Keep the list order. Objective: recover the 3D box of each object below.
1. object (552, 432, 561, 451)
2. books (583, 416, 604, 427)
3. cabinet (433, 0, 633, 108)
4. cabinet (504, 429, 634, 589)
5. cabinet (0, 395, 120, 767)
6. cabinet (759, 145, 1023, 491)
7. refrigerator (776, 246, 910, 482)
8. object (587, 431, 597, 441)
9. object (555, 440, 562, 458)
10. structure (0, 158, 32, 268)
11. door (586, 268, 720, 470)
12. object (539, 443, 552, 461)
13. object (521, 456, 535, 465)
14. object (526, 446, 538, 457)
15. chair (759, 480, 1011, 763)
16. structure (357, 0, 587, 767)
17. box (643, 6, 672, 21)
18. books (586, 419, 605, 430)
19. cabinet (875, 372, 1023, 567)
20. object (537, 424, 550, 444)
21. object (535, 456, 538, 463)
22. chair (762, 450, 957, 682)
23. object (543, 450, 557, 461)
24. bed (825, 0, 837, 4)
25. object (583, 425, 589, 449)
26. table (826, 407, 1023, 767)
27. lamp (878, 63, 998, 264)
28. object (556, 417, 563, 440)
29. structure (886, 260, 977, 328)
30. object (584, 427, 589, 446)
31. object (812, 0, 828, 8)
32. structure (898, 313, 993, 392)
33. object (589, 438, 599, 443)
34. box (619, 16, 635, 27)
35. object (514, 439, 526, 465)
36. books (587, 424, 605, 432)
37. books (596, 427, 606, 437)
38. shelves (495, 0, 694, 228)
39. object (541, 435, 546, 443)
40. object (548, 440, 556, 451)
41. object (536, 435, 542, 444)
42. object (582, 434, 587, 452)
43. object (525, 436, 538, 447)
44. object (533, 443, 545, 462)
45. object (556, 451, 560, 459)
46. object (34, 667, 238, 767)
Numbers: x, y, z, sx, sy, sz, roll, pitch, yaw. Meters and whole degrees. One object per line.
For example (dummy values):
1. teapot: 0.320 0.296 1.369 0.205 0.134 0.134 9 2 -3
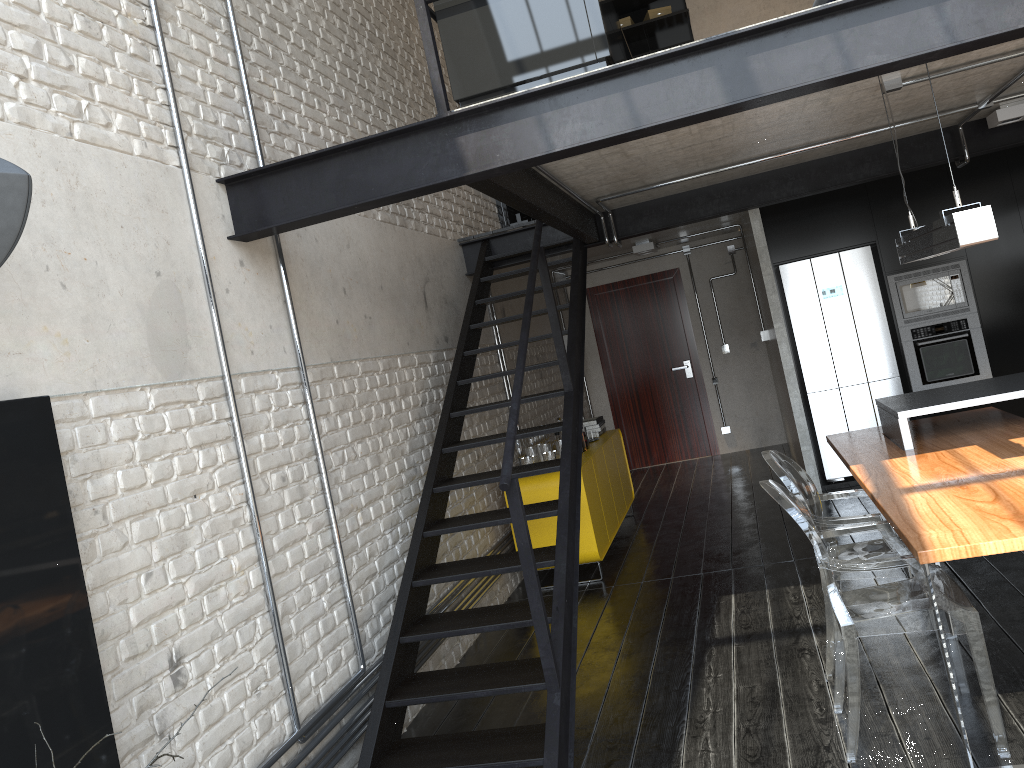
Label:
1. object: 0.354 0.452 6.620 0.086 0.206 0.087 -13 -2 39
2. books: 0.643 0.337 7.712 0.258 0.038 0.326 -11 2 16
3. cabinet: 0.398 -1.478 4.809 0.604 0.552 3.188 -12 1 14
4. cabinet: 0.533 0.903 6.954 0.546 0.770 2.206 -12 1 14
5. cabinet: -1.162 0.944 0.698 0.731 1.725 3.114 -12 1 14
6. cabinet: 3.408 -0.580 7.174 2.312 2.479 0.554 -12 -2 14
7. refrigerator: 2.760 -0.162 7.326 0.721 1.827 0.499 -12 -2 14
8. object: 0.615 0.423 7.395 0.227 0.107 0.100 -11 0 41
9. object: 0.365 0.482 6.368 0.087 0.155 0.088 -13 -1 27
10. structure: -1.285 -0.394 2.064 0.355 0.306 0.178 -12 -1 32
11. door: 1.655 -0.167 10.465 1.130 2.220 0.195 -12 -2 14
12. object: 0.251 0.507 6.320 0.087 0.155 0.088 -13 -1 27
13. object: 0.121 0.559 6.074 0.096 0.120 0.095 -12 -1 -24
14. object: 0.150 0.528 6.332 0.087 0.155 0.088 -13 -1 27
15. chair: 1.281 0.762 3.150 0.588 0.942 0.541 -12 -1 14
16. structure: 1.840 -0.620 4.487 4.768 3.346 3.796 -12 0 14
17. box: 1.656 -4.145 10.082 0.263 0.126 0.401 -12 1 -1
18. books: 0.649 0.371 7.724 0.286 0.031 0.352 -12 2 14
19. cabinet: 3.449 0.212 5.351 2.423 1.006 2.753 -12 1 14
20. object: 0.259 0.442 7.010 0.093 0.245 0.092 -11 -2 -25
21. object: 0.143 0.562 6.179 0.093 0.099 0.092 -12 -1 -38
22. chair: 1.462 0.707 3.767 0.587 0.942 0.542 -12 -1 24
23. object: 0.271 0.527 6.109 0.095 0.120 0.096 -12 -1 31
24. bed: 2.676 -2.111 4.895 2.686 0.842 4.491 -12 1 14
25. object: 0.523 0.361 6.847 0.081 0.307 0.081 -12 -2 8
26. table: 2.076 0.681 3.886 0.924 0.734 2.680 -12 1 14
27. lamp: 1.609 -0.951 3.515 0.124 0.891 1.091 -12 0 14
28. object: 0.387 0.399 6.745 0.113 0.292 0.115 -13 -2 42
29. structure: 3.343 -0.721 7.153 0.579 0.421 0.449 -12 0 14
30. object: 0.541 0.416 7.036 0.135 0.182 0.052 -11 -2 -39
31. object: 1.976 -1.854 4.822 0.679 0.660 2.524 -12 1 15
32. structure: 3.440 -0.240 7.117 0.579 0.558 0.486 -12 -1 14
33. object: 0.580 0.484 7.342 0.300 0.012 0.299 -12 2 -6
34. box: 1.279 -4.068 10.176 0.262 0.126 0.402 -12 1 19
35. object: 0.061 0.505 6.197 0.092 0.245 0.092 -12 -2 -3
36. books: 0.663 0.400 7.709 0.259 0.031 0.329 -12 2 12
37. books: 0.665 0.437 7.721 0.258 0.044 0.352 -12 2 16
38. shelves: 0.963 -2.850 9.148 2.117 2.795 2.680 -12 0 14
39. object: 0.229 0.451 6.888 0.093 0.245 0.092 -11 -2 -25
40. object: 0.389 0.490 7.082 0.152 0.093 0.244 -12 1 -35
41. object: 0.189 0.463 6.762 0.093 0.245 0.092 -11 -2 -25
42. object: 0.505 0.393 6.732 0.067 0.258 0.100 -13 -2 19
43. object: 0.154 0.474 6.643 0.093 0.245 0.092 -11 -2 -25
44. object: 0.212 0.513 6.409 0.087 0.155 0.088 -13 -1 27
45. object: 0.299 0.529 6.213 0.093 0.099 0.092 -12 -1 -38
46. object: -0.741 0.752 1.517 0.351 0.783 0.699 -12 -1 11
